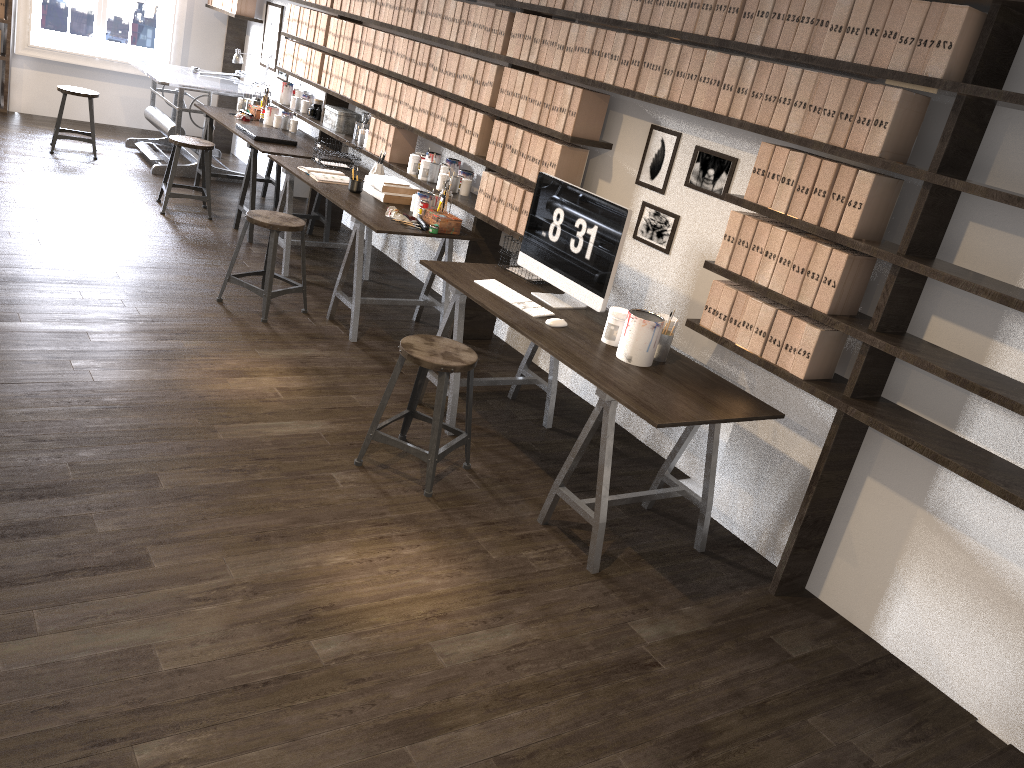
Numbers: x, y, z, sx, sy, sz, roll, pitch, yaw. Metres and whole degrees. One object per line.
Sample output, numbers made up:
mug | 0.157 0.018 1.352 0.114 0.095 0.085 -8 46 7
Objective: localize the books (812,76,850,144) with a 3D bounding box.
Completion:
books | 1.168 -0.950 3.107 0.174 0.222 0.068 -1 24 -36

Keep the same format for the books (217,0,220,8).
books | -2.739 -3.725 8.548 0.174 0.222 0.068 -1 24 -36

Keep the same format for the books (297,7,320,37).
books | -1.577 -2.814 6.939 0.174 0.222 0.068 -1 24 -36

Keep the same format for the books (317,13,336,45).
books | -1.343 -2.629 6.610 0.174 0.222 0.068 -1 24 -36

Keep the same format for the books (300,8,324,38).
books | -1.539 -2.784 6.886 0.174 0.222 0.068 -1 24 -36

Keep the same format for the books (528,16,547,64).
books | 0.194 -1.718 4.469 0.174 0.222 0.068 -1 24 -36

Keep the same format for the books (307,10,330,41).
books | -1.462 -2.724 6.780 0.174 0.222 0.068 -1 24 -36

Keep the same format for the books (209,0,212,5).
books | -2.886 -3.842 8.755 0.174 0.222 0.068 -1 24 -36

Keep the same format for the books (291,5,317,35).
books | -1.650 -2.871 7.039 0.174 0.222 0.068 -1 24 -36

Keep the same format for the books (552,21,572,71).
books | 0.305 -1.629 4.310 0.174 0.222 0.068 -1 24 -36

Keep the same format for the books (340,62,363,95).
books | -1.111 -2.151 6.283 0.174 0.222 0.068 -1 24 -36

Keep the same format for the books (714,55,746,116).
books | 0.907 -1.155 3.470 0.174 0.222 0.068 -1 24 -36

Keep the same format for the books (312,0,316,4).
books | -1.401 -2.973 6.686 0.174 0.222 0.068 -1 24 -36

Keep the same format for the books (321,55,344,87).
books | -1.304 -2.301 6.547 0.174 0.222 0.068 -1 24 -36

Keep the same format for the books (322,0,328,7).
books | -1.287 -2.884 6.531 0.174 0.222 0.068 -1 24 -36

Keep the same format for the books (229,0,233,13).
books | -2.535 -3.564 8.264 0.174 0.222 0.068 -1 24 -36

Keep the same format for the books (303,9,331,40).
books | -1.504 -2.754 6.830 0.174 0.222 0.068 -1 24 -36

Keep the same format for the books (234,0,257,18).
books | -2.456 -3.506 8.163 0.174 0.222 0.068 -1 24 -36

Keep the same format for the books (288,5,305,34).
books | -1.685 -2.897 7.085 0.174 0.222 0.068 -1 24 -36

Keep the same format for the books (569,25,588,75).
books | 0.381 -1.572 4.211 0.174 0.222 0.068 -1 24 -36

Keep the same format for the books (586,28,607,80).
books | 0.454 -1.515 4.111 0.174 0.222 0.068 -1 24 -36

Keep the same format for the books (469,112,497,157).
books | -0.127 -1.377 4.912 0.174 0.222 0.068 -1 24 -36

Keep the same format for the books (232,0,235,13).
books | -2.492 -3.535 8.216 0.174 0.222 0.068 -1 24 -36

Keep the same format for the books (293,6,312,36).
books | -1.618 -2.842 6.986 0.174 0.222 0.068 -1 24 -36

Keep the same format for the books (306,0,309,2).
books | -1.469 -3.028 6.785 0.174 0.222 0.068 -1 24 -36

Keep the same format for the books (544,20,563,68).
books | 0.271 -1.659 4.365 0.174 0.222 0.068 -1 24 -36

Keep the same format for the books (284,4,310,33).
books | -1.726 -2.928 7.138 0.174 0.222 0.068 -1 24 -36

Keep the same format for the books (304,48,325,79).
books | -1.485 -2.444 6.799 0.174 0.222 0.068 -1 24 -36

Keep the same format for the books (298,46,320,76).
books | -1.560 -2.505 6.909 0.174 0.222 0.068 -1 24 -36

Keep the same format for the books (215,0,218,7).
books | -2.778 -3.756 8.602 0.174 0.222 0.068 -1 24 -36

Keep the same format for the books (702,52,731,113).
books | 0.868 -1.185 3.524 0.174 0.222 0.068 -1 24 -36

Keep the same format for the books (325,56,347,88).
books | -1.263 -2.271 6.495 0.174 0.222 0.068 -1 24 -36

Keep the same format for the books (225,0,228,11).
books | -2.602 -3.619 8.363 0.174 0.222 0.068 -1 24 -36

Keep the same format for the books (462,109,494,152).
books | -0.171 -1.410 4.970 0.174 0.222 0.068 -1 24 -36

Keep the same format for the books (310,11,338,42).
books | -1.426 -2.692 6.720 0.174 0.222 0.068 -1 24 -36

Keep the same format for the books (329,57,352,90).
books | -1.222 -2.241 6.444 0.174 0.222 0.068 -1 24 -36

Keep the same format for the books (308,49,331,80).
books | -1.447 -2.417 6.754 0.174 0.222 0.068 -1 24 -36

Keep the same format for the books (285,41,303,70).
books | -1.712 -2.625 7.121 0.174 0.222 0.068 -1 24 -36

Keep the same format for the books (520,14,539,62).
books | 0.152 -1.749 4.521 0.174 0.222 0.068 -1 24 -36

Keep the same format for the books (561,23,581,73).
books | 0.346 -1.598 4.257 0.174 0.222 0.068 -1 24 -36

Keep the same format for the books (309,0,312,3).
books | -1.433 -3.001 6.739 0.174 0.222 0.068 -1 24 -36

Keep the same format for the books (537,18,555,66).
books | 0.235 -1.689 4.419 0.174 0.222 0.068 -1 24 -36

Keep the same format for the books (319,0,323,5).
books | -1.322 -2.914 6.586 0.174 0.222 0.068 -1 24 -36

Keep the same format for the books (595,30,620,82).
books | 0.492 -1.485 4.058 0.174 0.222 0.068 -1 24 -36

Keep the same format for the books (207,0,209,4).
books | -2.922 -3.874 8.815 0.174 0.222 0.068 -1 24 -36

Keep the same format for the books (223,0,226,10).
books | -2.643 -3.650 8.417 0.174 0.222 0.068 -1 24 -36

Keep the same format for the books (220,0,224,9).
books | -2.697 -3.694 8.496 0.174 0.222 0.068 -1 24 -36

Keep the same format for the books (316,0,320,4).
books | -1.360 -2.945 6.639 0.174 0.222 0.068 -1 24 -36

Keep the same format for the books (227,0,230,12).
books | -2.567 -3.593 8.317 0.174 0.222 0.068 -1 24 -36

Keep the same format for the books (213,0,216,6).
books | -2.809 -3.783 8.652 0.174 0.222 0.068 -1 24 -36

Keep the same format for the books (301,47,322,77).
books | -1.524 -2.474 6.853 0.174 0.222 0.068 -1 24 -36

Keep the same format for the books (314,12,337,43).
books | -1.382 -2.661 6.668 0.174 0.222 0.068 -1 24 -36

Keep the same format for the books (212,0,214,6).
books | -2.842 -3.810 8.703 0.174 0.222 0.068 -1 24 -36

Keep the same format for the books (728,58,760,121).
books | 0.948 -1.124 3.418 0.174 0.222 0.068 -1 24 -36
